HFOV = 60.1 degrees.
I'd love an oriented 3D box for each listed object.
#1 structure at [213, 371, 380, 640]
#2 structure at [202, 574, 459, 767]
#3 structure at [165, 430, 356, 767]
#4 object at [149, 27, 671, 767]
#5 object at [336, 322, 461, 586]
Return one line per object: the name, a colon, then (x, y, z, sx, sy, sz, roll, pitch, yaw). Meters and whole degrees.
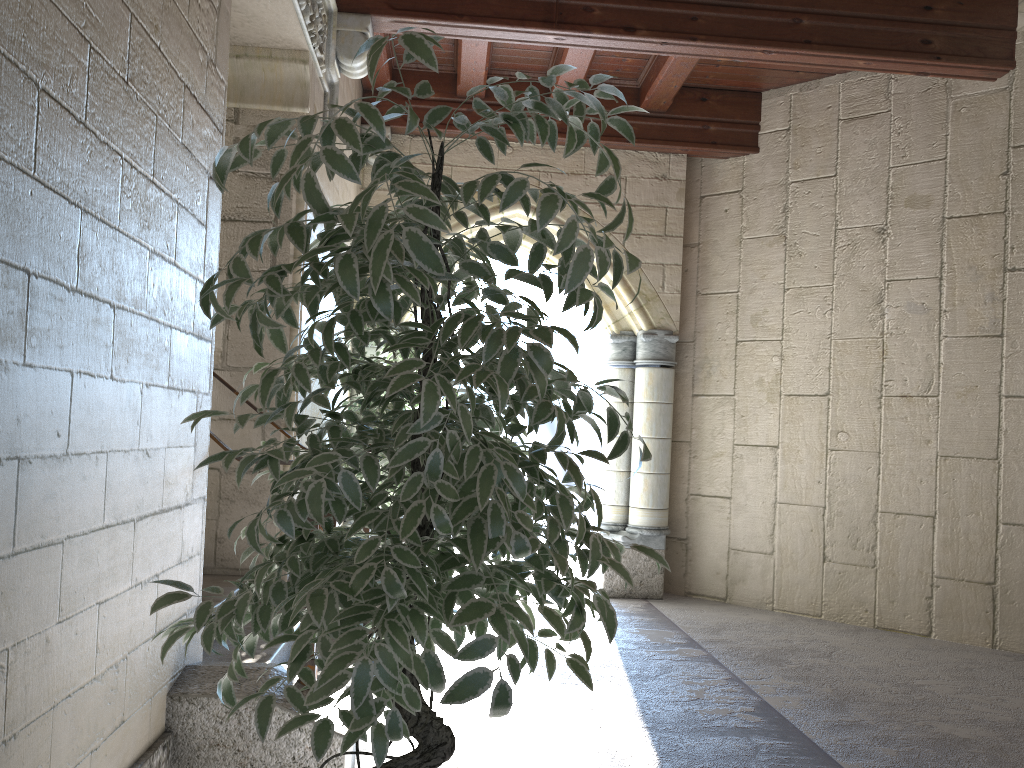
structure: (-0.943, 0.567, 3.702, 0.888, 1.260, 0.473, 3, -1, -4)
structure: (-1.460, 0.727, 2.946, 2.573, 0.809, 1.463, 3, -3, -4)
structure: (-0.837, 0.489, 2.296, 0.888, 1.260, 0.477, 3, -1, -4)
object: (-0.163, 0.293, 1.459, 0.786, 1.616, 0.752, 2, -1, 27)
object: (-0.619, 0.468, 4.784, 0.787, 1.616, 0.751, 3, -1, -8)
